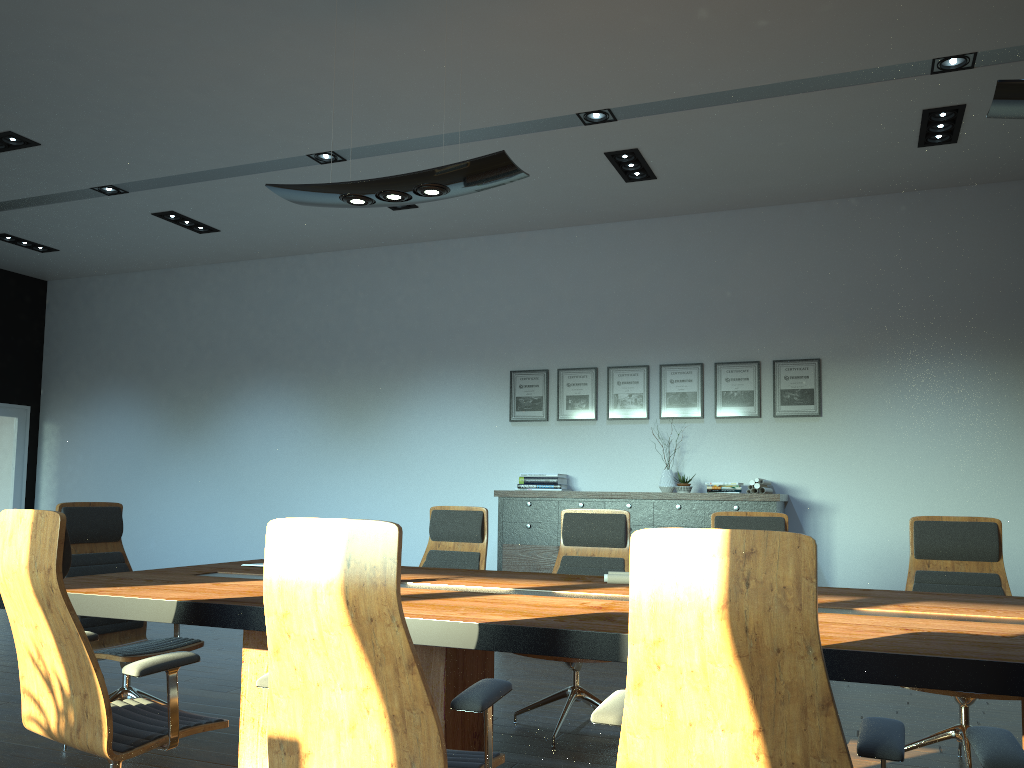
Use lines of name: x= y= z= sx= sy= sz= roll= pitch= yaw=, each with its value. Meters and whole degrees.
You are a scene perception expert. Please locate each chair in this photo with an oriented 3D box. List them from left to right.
chair: x=-1.298 y=0.980 z=2.926 sx=0.707 sy=1.123 sz=0.698 roll=-3 pitch=-7 yaw=37
chair: x=-1.898 y=1.157 z=4.400 sx=0.696 sy=1.123 sz=0.709 roll=-2 pitch=-6 yaw=24
chair: x=-0.350 y=0.941 z=2.505 sx=0.706 sy=1.123 sz=0.699 roll=-1 pitch=-6 yaw=22
chair: x=-0.473 y=1.241 z=4.898 sx=0.707 sy=1.123 sz=0.698 roll=-2 pitch=-6 yaw=29
chair: x=0.334 y=1.213 z=4.578 sx=0.706 sy=1.123 sz=0.698 roll=-1 pitch=-6 yaw=22
chair: x=0.568 y=0.910 z=2.147 sx=0.706 sy=1.123 sz=0.698 roll=-2 pitch=-6 yaw=24
chair: x=1.178 y=1.199 z=4.361 sx=0.706 sy=1.123 sz=0.699 roll=0 pitch=-5 yaw=14
chair: x=1.986 y=1.153 z=3.904 sx=0.706 sy=1.123 sz=0.698 roll=-1 pitch=-6 yaw=23
chair: x=1.354 y=0.885 z=1.856 sx=0.706 sy=1.123 sz=0.699 roll=-1 pitch=-6 yaw=18

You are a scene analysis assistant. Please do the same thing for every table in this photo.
table: x=0.771 y=1.217 z=3.285 sx=5.543 sy=0.794 sz=1.792 roll=-2 pitch=-7 yaw=22

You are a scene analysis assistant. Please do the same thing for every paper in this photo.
paper: x=2.003 y=0.827 z=7.160 sx=0.144 sy=0.124 sz=0.648 roll=-2 pitch=-8 yaw=22
paper: x=1.183 y=0.777 z=3.238 sx=0.629 sy=0.083 sz=2.249 roll=5 pitch=-8 yaw=-27

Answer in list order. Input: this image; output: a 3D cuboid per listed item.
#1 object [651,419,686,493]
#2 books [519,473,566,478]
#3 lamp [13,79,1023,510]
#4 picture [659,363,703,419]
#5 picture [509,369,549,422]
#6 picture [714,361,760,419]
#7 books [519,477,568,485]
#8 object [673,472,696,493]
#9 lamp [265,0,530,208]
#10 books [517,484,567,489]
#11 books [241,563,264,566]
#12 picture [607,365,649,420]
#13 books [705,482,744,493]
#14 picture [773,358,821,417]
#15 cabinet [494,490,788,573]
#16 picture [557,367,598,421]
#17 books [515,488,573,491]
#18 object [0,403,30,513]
object: x=1.356 y=0.603 z=7.603 sx=0.444 sy=0.660 sz=0.213 roll=-3 pitch=-6 yaw=37
books: x=0.286 y=0.833 z=8.040 sx=0.362 sy=0.031 sz=0.293 roll=-2 pitch=-8 yaw=20
lamp: x=-5.092 y=-0.078 z=5.377 sx=16.687 sy=3.694 sz=9.431 roll=-2 pitch=-7 yaw=22
picture: x=1.487 y=0.064 z=7.788 sx=0.380 sy=0.482 sz=0.028 roll=-1 pitch=-5 yaw=22
picture: x=0.159 y=0.111 z=8.320 sx=0.380 sy=0.482 sz=0.028 roll=-1 pitch=-5 yaw=22
picture: x=1.934 y=0.051 z=7.609 sx=0.380 sy=0.482 sz=0.028 roll=-1 pitch=-5 yaw=22
books: x=0.286 y=0.880 z=8.036 sx=0.369 sy=0.062 sz=0.289 roll=-2 pitch=-8 yaw=22
object: x=1.440 y=0.818 z=7.403 sx=0.153 sy=0.187 sz=0.178 roll=4 pitch=-7 yaw=-28
lamp: x=-0.523 y=-1.436 z=4.046 sx=1.197 sy=1.195 sz=0.341 roll=-2 pitch=-5 yaw=22
books: x=0.280 y=0.927 z=8.000 sx=0.403 sy=0.041 sz=0.275 roll=-1 pitch=-7 yaw=17
books: x=-1.088 y=0.943 z=4.661 sx=0.545 sy=0.032 sz=0.390 roll=-4 pitch=-9 yaw=33
picture: x=1.042 y=0.079 z=7.966 sx=0.380 sy=0.482 sz=0.028 roll=-1 pitch=-5 yaw=22
books: x=1.771 y=0.868 z=7.380 sx=0.307 sy=0.089 sz=0.228 roll=-2 pitch=-7 yaw=19
picture: x=2.386 y=0.035 z=7.427 sx=0.380 sy=0.482 sz=0.028 roll=-1 pitch=-5 yaw=22
cabinet: x=1.069 y=1.528 z=7.435 sx=2.348 sy=1.228 sz=0.770 roll=-2 pitch=-6 yaw=22
picture: x=0.598 y=0.095 z=8.144 sx=0.380 sy=0.482 sz=0.028 roll=-1 pitch=-5 yaw=22
books: x=0.290 y=0.960 z=8.014 sx=0.443 sy=0.021 sz=0.324 roll=-2 pitch=-8 yaw=22
object: x=-6.047 y=1.268 z=9.932 sx=0.200 sy=2.152 sz=1.202 roll=-1 pitch=-6 yaw=22
